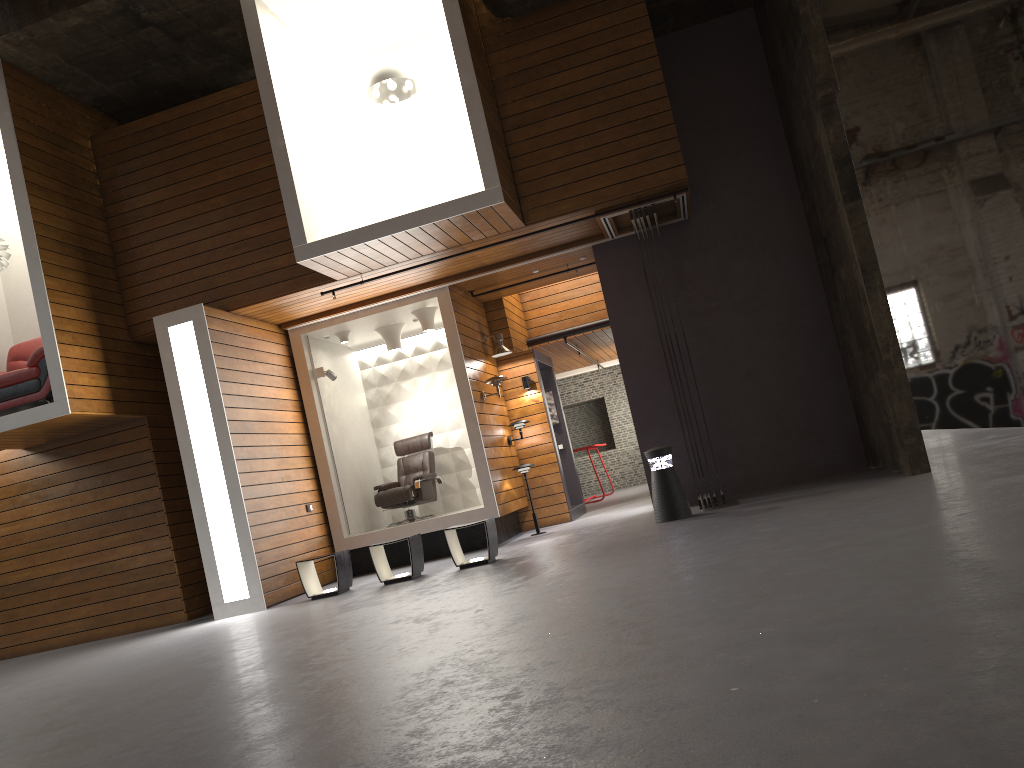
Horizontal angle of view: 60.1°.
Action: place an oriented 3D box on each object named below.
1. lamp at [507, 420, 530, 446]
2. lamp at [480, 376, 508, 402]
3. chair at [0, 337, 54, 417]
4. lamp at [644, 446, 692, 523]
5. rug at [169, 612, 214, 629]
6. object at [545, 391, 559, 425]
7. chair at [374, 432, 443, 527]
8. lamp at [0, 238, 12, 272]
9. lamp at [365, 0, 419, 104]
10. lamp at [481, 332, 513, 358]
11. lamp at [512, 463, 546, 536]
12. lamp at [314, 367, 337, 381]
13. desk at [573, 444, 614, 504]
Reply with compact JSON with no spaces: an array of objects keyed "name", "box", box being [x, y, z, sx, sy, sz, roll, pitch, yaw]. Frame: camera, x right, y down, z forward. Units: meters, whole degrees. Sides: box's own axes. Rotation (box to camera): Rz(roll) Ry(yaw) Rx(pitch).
[{"name":"lamp","box":[0.091,0.604,11.269,0.327,0.296,0.288,-14,-5,12]},{"name":"lamp","box":[-0.202,0.043,10.428,0.352,0.270,0.288,-14,-5,12]},{"name":"chair","box":[-4.879,-0.111,9.103,1.203,0.935,0.954,-14,-5,12]},{"name":"lamp","box":[1.449,0.933,8.356,0.349,0.694,0.348,-14,-4,17]},{"name":"rug","box":[-3.041,2.441,9.586,0.541,0.014,1.580,-14,-6,11]},{"name":"object","box":[0.448,0.381,12.852,0.381,0.477,0.048,-14,-3,12]},{"name":"chair","box":[-1.329,1.204,11.203,0.759,1.068,0.823,-15,-5,26]},{"name":"lamp","box":[-5.421,-1.952,8.860,0.510,1.769,0.491,-11,-4,-25]},{"name":"lamp","box":[-1.273,-3.340,8.684,0.532,0.984,0.529,-15,-4,24]},{"name":"lamp","box":[-0.187,-0.523,11.195,0.347,0.330,0.295,-14,-5,13]},{"name":"lamp","box":[0.223,1.366,10.553,0.287,0.860,0.288,-13,-4,-3]},{"name":"lamp","box":[-2.213,-0.117,10.550,0.248,0.188,0.130,-11,-5,-19]},{"name":"desk","box":[1.332,1.671,16.181,0.846,0.982,1.719,-14,-5,11]}]
